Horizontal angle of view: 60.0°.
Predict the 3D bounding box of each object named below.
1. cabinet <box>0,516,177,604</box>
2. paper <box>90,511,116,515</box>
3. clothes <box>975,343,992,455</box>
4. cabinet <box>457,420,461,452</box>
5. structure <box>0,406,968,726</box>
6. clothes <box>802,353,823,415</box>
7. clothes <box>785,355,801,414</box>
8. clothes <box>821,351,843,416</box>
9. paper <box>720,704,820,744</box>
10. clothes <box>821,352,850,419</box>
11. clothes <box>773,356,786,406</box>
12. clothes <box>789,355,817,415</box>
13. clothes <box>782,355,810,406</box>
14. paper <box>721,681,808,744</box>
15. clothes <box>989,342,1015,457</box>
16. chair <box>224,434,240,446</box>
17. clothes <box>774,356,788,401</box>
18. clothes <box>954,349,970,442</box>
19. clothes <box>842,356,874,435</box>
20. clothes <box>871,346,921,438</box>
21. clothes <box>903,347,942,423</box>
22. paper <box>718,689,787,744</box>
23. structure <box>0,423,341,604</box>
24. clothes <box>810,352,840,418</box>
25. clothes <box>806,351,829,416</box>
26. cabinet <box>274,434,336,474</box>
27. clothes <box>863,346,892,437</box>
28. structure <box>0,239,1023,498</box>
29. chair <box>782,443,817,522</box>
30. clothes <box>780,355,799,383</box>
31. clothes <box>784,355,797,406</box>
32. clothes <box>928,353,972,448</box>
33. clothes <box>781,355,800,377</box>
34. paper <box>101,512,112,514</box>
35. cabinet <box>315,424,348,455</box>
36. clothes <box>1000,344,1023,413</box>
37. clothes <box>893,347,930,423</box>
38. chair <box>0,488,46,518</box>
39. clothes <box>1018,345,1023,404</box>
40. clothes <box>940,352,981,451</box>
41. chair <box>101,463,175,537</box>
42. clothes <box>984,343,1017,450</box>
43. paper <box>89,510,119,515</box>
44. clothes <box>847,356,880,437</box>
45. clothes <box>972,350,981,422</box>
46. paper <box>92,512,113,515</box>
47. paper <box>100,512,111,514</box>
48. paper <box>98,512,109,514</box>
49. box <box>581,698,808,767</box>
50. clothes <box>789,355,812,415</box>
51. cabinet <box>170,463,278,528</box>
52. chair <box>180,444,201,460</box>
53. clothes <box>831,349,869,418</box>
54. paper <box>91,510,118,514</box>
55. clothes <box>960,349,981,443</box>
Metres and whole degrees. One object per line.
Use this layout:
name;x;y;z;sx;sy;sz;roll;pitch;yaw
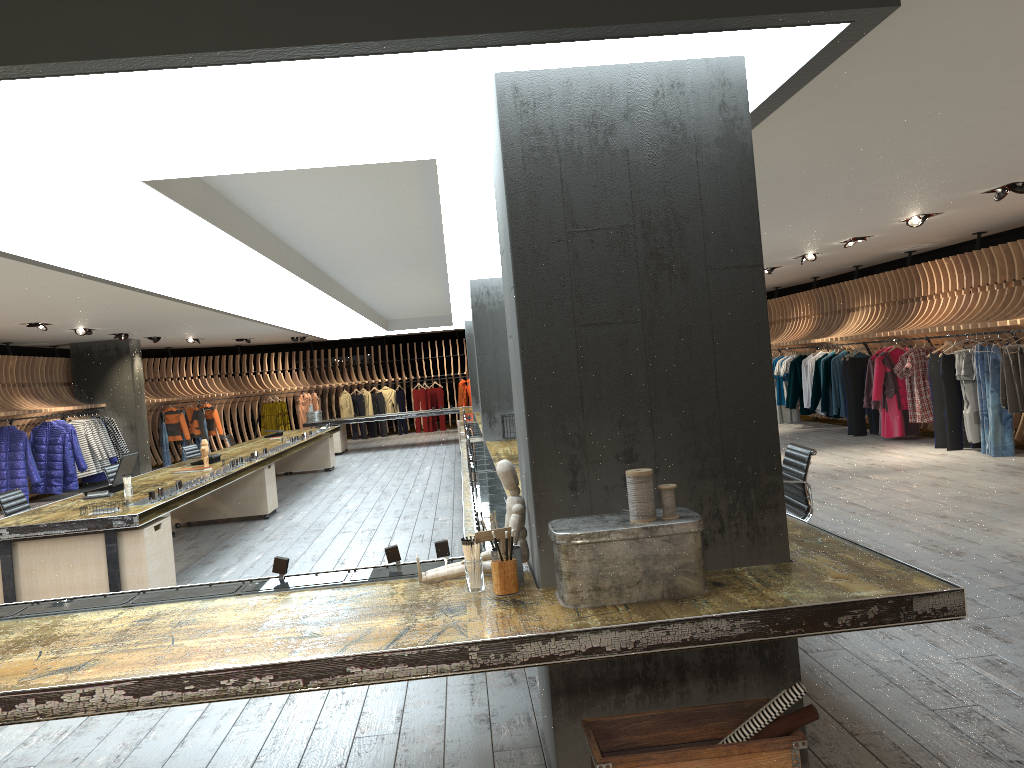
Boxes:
cabinet;-3.108;1.370;6.413;1.131;0.630;0.593;-5;0;-3
paper;-2.893;0.911;6.302;0.176;0.004;0.130;-5;1;-1
clothes;5.674;0.276;10.551;0.277;1.543;0.316;-5;0;-5
cabinet;-0.447;0.961;16.824;1.131;0.630;0.593;-5;0;-3
structure;-1.580;1.048;11.134;4.836;0.844;18.475;-5;1;-3
clothes;5.407;-0.017;15.371;0.733;1.106;0.165;-5;0;1
clothes;5.345;0.000;15.995;0.914;1.081;0.238;-5;0;-4
clothes;5.439;-0.018;14.616;0.715;1.088;0.257;-5;0;-8
paper;0.625;1.210;2.862;0.723;0.365;0.047;-5;0;16
clothes;5.443;0.012;14.492;0.914;1.081;0.238;-5;0;-4
clothes;5.236;-0.060;16.748;0.738;0.971;0.167;-5;0;5
clothes;5.359;0.001;15.873;0.914;1.081;0.238;-5;0;-4
clothes;5.299;-0.073;16.150;0.734;0.937;0.164;-5;0;0
paper;0.664;1.178;2.829;0.572;0.460;0.043;-5;0;14
clothes;5.673;0.287;10.258;0.373;1.536;0.312;-5;0;8
chair;-4.353;1.235;14.572;0.668;0.859;0.693;-5;0;-17
clothes;5.299;-0.079;16.608;0.743;0.931;0.158;-5;0;1
clothes;5.633;0.145;10.907;0.273;1.143;0.170;-5;0;29
clothes;5.495;0.223;13.895;0.539;1.353;0.087;-5;0;21
clothes;5.551;0.112;12.658;0.839;1.312;0.321;-5;0;6
clothes;5.569;0.010;11.816;0.760;1.030;0.179;-5;0;-18
paper;0.666;1.205;2.889;0.624;0.290;0.041;-5;0;-22
structure;-3.419;1.213;11.237;1.162;0.844;10.451;-5;1;-3
clothes;5.414;0.009;14.846;0.913;1.081;0.238;-5;0;1
clothes;5.362;-0.010;15.178;0.733;1.106;0.165;-5;0;-4
cabinet;-3.799;1.278;15.934;1.131;0.630;0.593;-5;0;-3
clothes;5.535;0.109;12.947;0.840;1.312;0.321;-5;0;-4
structure;-0.760;0.171;7.112;14.883;2.440;36.554;-5;1;-3
chair;1.597;0.843;5.609;0.668;0.859;0.693;-5;0;-7
clothes;5.336;-0.067;16.559;0.743;0.960;0.167;-5;0;-10
clothes;5.304;-0.061;16.337;0.743;0.950;0.167;-5;0;-20
clothes;5.635;0.252;11.314;0.539;1.353;0.087;-5;0;36
clothes;5.341;-0.083;16.418;0.742;0.938;0.162;-5;0;-9
paper;-2.893;0.912;6.302;0.176;0.004;0.130;-5;1;5
cabinet;-4.020;1.239;19.629;0.593;0.630;1.131;-5;1;-3
clothes;5.664;-0.057;9.971;0.278;0.767;0.263;-5;0;4
clothes;5.571;0.009;12.039;0.760;1.020;0.187;-5;0;-3
chair;-3.974;1.314;7.559;0.668;0.859;0.693;-5;0;-17
clothes;5.796;-0.072;9.805;0.336;0.776;0.255;-5;0;12
clothes;5.665;0.253;11.112;0.539;1.353;0.087;-5;0;-4
chair;-4.081;1.289;9.724;0.668;0.859;0.693;-5;0;-12
clothes;5.710;0.161;10.407;0.277;1.292;0.316;-5;0;-40
paper;-2.893;0.911;6.302;0.176;0.004;0.130;-5;1;0
clothes;5.488;0.227;13.703;0.539;1.353;0.087;-5;0;1
clothes;5.690;0.143;10.696;0.169;1.143;0.273;-5;0;44
paper;-2.906;0.914;6.296;0.176;0.003;0.130;-5;1;-5
paper;-2.893;0.911;6.302;0.176;0.004;0.130;-5;1;0
paper;-2.893;0.910;6.302;0.176;0.004;0.130;-5;1;1
box;0.591;1.270;2.912;0.665;0.282;0.341;-5;1;-3
clothes;5.357;0.002;15.786;0.913;1.081;0.238;-5;0;1
cabinet;-3.481;1.334;10.737;1.131;0.630;0.593;-5;0;-3
chair;-4.209;1.258;12.366;0.668;0.859;0.693;-5;0;-7
clothes;5.465;-0.013;14.178;0.715;1.088;0.257;-5;0;2
paper;-2.894;0.909;6.302;0.176;0.004;0.130;-5;1;3
clothes;5.627;0.145;10.800;0.278;1.141;0.172;-5;0;4
